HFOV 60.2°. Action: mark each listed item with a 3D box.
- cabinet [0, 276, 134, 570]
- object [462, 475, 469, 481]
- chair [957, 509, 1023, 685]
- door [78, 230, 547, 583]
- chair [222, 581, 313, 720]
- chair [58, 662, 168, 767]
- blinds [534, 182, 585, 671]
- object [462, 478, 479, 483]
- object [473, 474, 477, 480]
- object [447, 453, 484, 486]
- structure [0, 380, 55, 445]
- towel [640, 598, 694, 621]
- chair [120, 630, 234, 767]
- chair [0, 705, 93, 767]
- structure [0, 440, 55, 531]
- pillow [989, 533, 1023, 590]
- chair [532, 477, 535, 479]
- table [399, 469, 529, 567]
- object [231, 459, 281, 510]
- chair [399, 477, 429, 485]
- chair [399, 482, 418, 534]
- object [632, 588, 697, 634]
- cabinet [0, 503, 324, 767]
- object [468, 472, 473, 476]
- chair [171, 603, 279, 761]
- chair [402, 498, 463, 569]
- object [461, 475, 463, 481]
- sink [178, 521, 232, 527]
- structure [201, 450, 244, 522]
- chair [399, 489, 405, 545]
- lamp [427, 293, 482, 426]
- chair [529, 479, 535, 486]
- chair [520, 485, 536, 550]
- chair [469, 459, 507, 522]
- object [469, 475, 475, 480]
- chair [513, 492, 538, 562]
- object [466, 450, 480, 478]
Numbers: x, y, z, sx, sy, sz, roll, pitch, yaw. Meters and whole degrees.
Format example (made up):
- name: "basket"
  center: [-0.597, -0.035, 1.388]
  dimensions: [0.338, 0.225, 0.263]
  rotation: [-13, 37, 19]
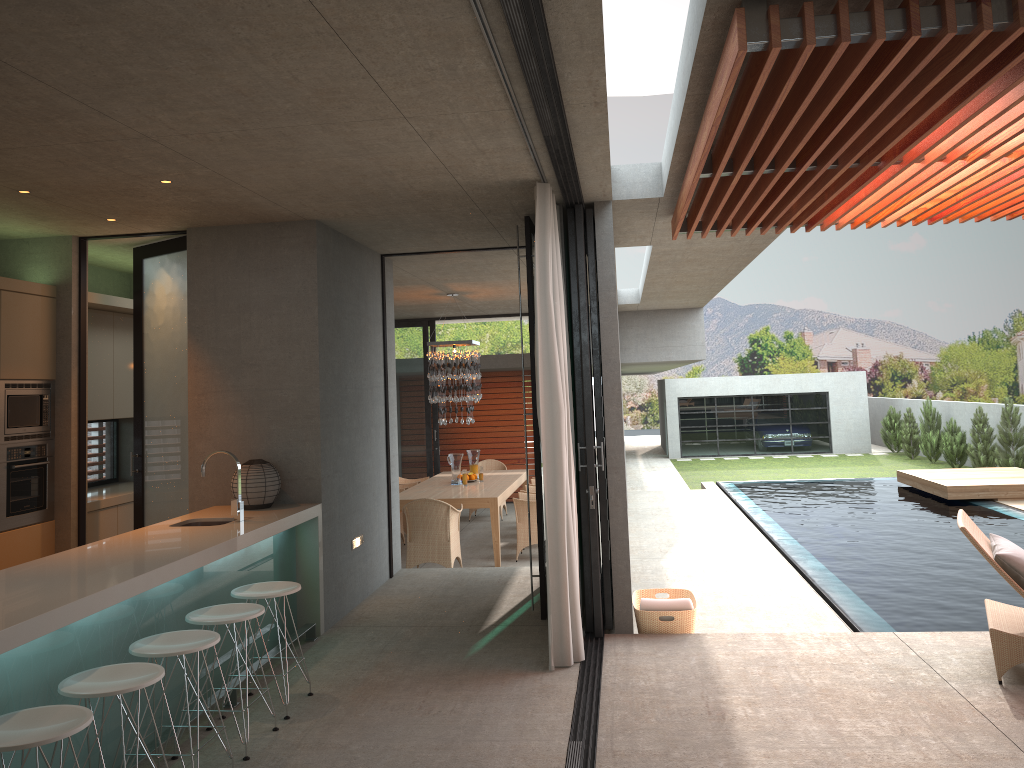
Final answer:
- name: "cabinet"
  center: [-3.246, 0.532, 4.884]
  dimensions: [1.964, 2.580, 7.443]
  rotation: [-3, -1, 7]
- name: "object"
  center: [-0.603, 1.224, 11.466]
  dimensions: [0.094, 0.095, 0.094]
  rotation: [-2, -3, -3]
- name: "chair"
  center: [3.644, 1.150, 4.630]
  dimensions: [2.288, 0.833, 0.698]
  rotation: [-3, -3, 26]
- name: "door"
  center: [-0.151, 0.939, 1.545]
  dimensions: [5.775, 4.501, 15.248]
  rotation: [-1, -1, -21]
- name: "chair"
  center: [-1.333, 1.432, 4.810]
  dimensions: [0.382, 0.628, 0.380]
  rotation: [-3, -4, 7]
- name: "chair"
  center: [-1.512, 1.432, 3.345]
  dimensions: [0.382, 0.628, 0.380]
  rotation: [-3, -4, 7]
- name: "blinds"
  center: [0.285, 0.211, 5.727]
  dimensions: [0.229, 2.955, 0.879]
  rotation: [-3, -5, 4]
- name: "object"
  center: [-0.581, 1.263, 11.548]
  dimensions: [0.310, 0.034, 0.308]
  rotation: [-2, 0, -24]
- name: "object"
  center: [-0.498, 1.222, 11.570]
  dimensions: [0.087, 0.087, 0.086]
  rotation: [-2, -3, -3]
- name: "object"
  center: [-0.623, 1.087, 11.363]
  dimensions: [0.324, 0.389, 0.539]
  rotation: [-4, -2, 23]
- name: "structure"
  center: [-3.680, 0.204, 6.339]
  dimensions: [0.459, 0.440, 0.594]
  rotation: [-3, -2, 7]
- name: "towel"
  center: [1.066, 1.619, 6.103]
  dimensions: [0.369, 0.314, 0.308]
  rotation: [-3, -3, 8]
- name: "chair"
  center: [-1.453, 1.432, 3.819]
  dimensions: [0.382, 0.628, 0.380]
  rotation: [-3, -4, 7]
- name: "chair"
  center: [-1.570, 1.432, 2.877]
  dimensions: [0.382, 0.628, 0.380]
  rotation: [-3, -4, 7]
- name: "structure"
  center: [-3.642, 0.713, 6.292]
  dimensions: [0.497, 0.584, 0.594]
  rotation: [-3, -3, 7]
- name: "pillow"
  center: [2.951, 1.109, 4.964]
  dimensions: [0.426, 0.430, 0.607]
  rotation: [-4, -2, 25]
- name: "chair"
  center: [0.635, 1.564, 12.412]
  dimensions: [0.629, 0.869, 0.614]
  rotation: [-3, -3, 7]
- name: "table"
  center: [-0.578, 1.660, 11.435]
  dimensions: [1.279, 0.761, 3.245]
  rotation: [-2, -1, 7]
- name: "object"
  center: [-1.790, 0.698, 6.185]
  dimensions: [0.340, 0.337, 0.338]
  rotation: [-2, -3, -1]
- name: "chair"
  center: [-1.540, 1.652, 12.651]
  dimensions: [0.629, 0.869, 0.614]
  rotation: [-3, -3, 7]
- name: "chair"
  center: [-1.631, 1.652, 11.920]
  dimensions: [0.629, 0.869, 0.614]
  rotation: [-3, -3, 7]
- name: "object"
  center: [1.082, 1.677, 6.247]
  dimensions: [0.445, 0.302, 0.677]
  rotation: [-2, -1, 7]
- name: "cabinet"
  center: [-1.988, 1.317, 4.269]
  dimensions: [0.800, 0.904, 4.106]
  rotation: [-3, -1, 7]
- name: "object"
  center: [-0.541, 1.182, 11.535]
  dimensions: [0.071, 0.048, 0.071]
  rotation: [-1, -2, -32]
- name: "chair"
  center: [-1.394, 1.432, 4.311]
  dimensions: [0.382, 0.628, 0.380]
  rotation: [-3, -4, 7]
- name: "chair"
  center: [-0.841, 1.608, 9.375]
  dimensions: [0.617, 0.869, 0.627]
  rotation: [-3, -3, 7]
- name: "object"
  center: [-0.669, 1.230, 11.528]
  dimensions: [0.086, 0.087, 0.086]
  rotation: [-1, -3, -33]
- name: "sink"
  center: [-1.927, 0.962, 5.564]
  dimensions: [0.374, 0.135, 0.373]
  rotation: [-2, -1, 7]
- name: "structure"
  center: [-1.833, 0.643, 5.559]
  dimensions: [0.258, 0.444, 0.096]
  rotation: [-3, -5, 7]
- name: "chair"
  center: [-1.722, 1.652, 11.189]
  dimensions: [0.629, 0.869, 0.614]
  rotation: [-3, -3, 7]
- name: "lamp"
  center: [-0.766, -0.326, 11.753]
  dimensions: [0.617, 1.768, 0.616]
  rotation: [-3, -5, 7]
- name: "chair"
  center: [0.544, 1.564, 11.681]
  dimensions: [0.629, 0.869, 0.614]
  rotation: [-3, -3, 7]
- name: "chair"
  center: [0.453, 1.564, 10.950]
  dimensions: [0.629, 0.869, 0.614]
  rotation: [-3, -3, 7]
- name: "chair"
  center: [-0.372, 1.610, 13.487]
  dimensions: [0.617, 0.869, 0.627]
  rotation: [-3, -3, 7]
- name: "object"
  center: [-0.518, 1.226, 11.488]
  dimensions: [0.080, 0.082, 0.081]
  rotation: [-4, -3, 36]
- name: "chair"
  center: [0.362, 1.564, 10.219]
  dimensions: [0.629, 0.869, 0.614]
  rotation: [-3, -3, 7]
- name: "object"
  center: [-0.513, 1.085, 11.875]
  dimensions: [0.193, 0.389, 0.191]
  rotation: [-1, -4, -11]
